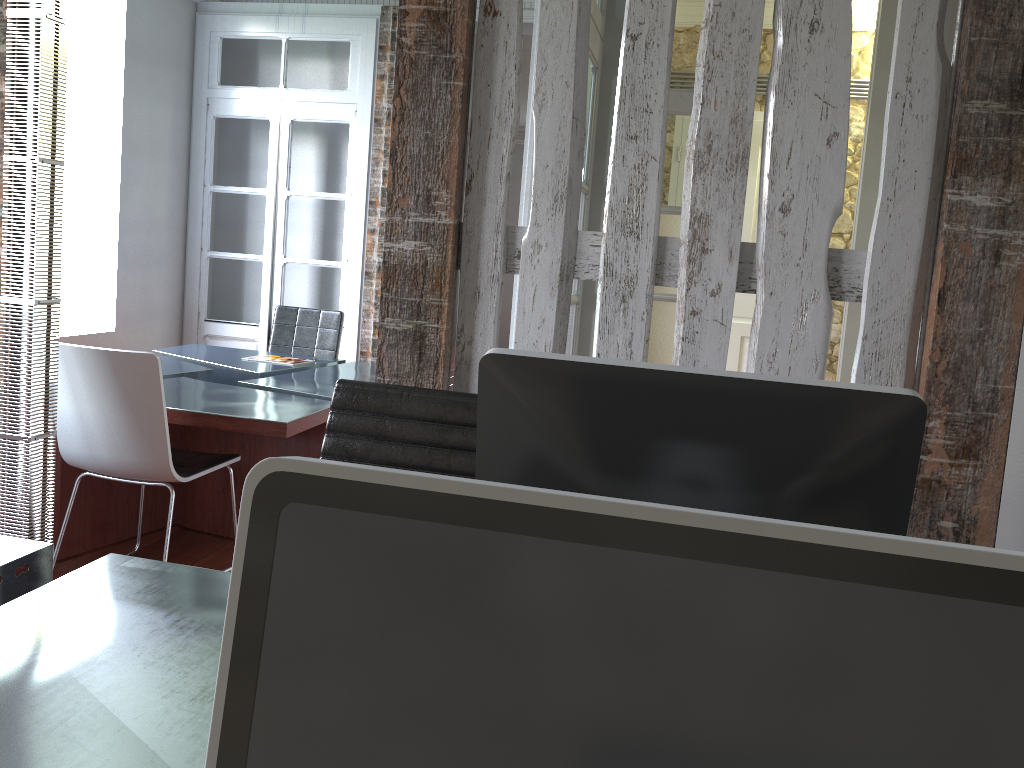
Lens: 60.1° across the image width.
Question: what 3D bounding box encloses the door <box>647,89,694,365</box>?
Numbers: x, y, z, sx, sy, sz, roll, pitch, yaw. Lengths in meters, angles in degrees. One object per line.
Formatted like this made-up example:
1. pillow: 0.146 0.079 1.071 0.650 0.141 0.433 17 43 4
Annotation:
1. door: 0.588 -0.444 4.889 0.481 2.170 1.195 3 6 -14

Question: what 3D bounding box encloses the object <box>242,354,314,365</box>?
1. object: -1.251 -0.127 4.740 0.307 0.012 0.225 7 9 16

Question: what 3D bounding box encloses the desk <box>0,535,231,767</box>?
1. desk: -0.201 0.824 0.860 2.509 0.724 1.307 6 8 12

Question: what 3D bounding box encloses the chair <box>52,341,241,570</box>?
1. chair: -1.327 0.295 3.222 0.475 0.914 0.604 6 6 12

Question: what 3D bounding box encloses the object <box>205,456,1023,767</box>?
1. object: 0.082 0.300 0.425 0.484 0.482 0.190 6 6 12

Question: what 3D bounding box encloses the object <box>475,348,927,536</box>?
1. object: 0.184 0.221 1.009 0.484 0.482 0.190 6 6 12

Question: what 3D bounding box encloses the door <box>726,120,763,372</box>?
1. door: 1.381 -0.500 5.462 0.869 2.207 0.146 6 5 12

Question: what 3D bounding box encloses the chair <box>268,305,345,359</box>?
1. chair: -1.266 0.048 4.913 0.475 0.914 0.604 6 6 12

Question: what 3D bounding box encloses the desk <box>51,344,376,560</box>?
1. desk: -1.356 0.275 4.202 1.447 0.650 1.721 6 8 12

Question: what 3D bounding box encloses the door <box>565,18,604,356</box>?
1. door: 0.153 -0.211 3.097 0.041 2.168 1.062 6 6 12

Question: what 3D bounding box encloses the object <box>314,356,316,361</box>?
1. object: -1.086 -0.139 4.872 0.011 0.011 0.150 3 9 -12

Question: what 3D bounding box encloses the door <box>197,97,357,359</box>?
1. door: -1.555 -0.741 5.781 1.161 2.170 0.041 6 5 12

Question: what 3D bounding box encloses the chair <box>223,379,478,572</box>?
1. chair: -0.301 0.549 1.696 0.665 1.017 0.703 5 6 6
